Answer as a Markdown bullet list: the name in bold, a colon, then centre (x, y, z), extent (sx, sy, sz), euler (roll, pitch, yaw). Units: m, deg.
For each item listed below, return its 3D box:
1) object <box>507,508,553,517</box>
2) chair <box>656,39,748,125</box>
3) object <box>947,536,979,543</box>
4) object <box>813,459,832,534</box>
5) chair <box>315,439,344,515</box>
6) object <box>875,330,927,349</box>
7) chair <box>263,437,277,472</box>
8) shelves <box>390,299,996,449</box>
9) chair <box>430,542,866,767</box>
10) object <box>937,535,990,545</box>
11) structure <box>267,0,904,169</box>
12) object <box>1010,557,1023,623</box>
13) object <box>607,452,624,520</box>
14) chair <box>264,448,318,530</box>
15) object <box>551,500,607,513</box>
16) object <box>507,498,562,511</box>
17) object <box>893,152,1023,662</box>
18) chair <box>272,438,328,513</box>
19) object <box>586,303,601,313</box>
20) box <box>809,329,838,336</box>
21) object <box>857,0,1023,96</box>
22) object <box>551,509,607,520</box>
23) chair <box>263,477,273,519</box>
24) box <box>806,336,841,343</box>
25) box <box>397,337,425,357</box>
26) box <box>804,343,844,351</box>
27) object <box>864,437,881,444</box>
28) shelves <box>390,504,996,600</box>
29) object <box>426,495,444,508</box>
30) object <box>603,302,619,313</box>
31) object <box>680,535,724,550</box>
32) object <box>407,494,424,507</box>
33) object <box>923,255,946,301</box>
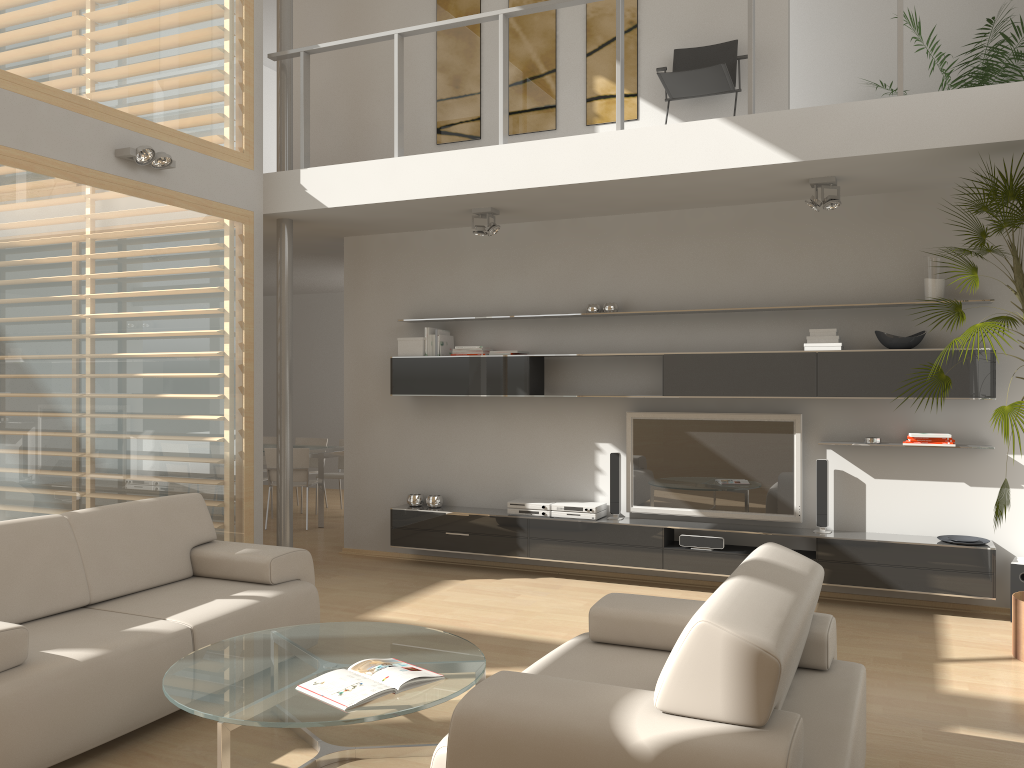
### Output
- **object**: centre (0.169, 0.958, 6.699), extent (0.349, 0.049, 0.262), euler (0, 0, 24)
- **chair**: centre (1.272, -1.968, 6.029), extent (0.628, 0.825, 0.537), euler (0, 0, 24)
- **object**: centre (2.801, 0.970, 5.505), extent (0.178, 0.020, 0.178), euler (0, 0, 7)
- **object**: centre (2.065, 0.741, 5.895), extent (0.111, 0.483, 0.116), euler (0, 0, 31)
- **chair**: centre (-1.866, 1.038, 9.905), extent (0.455, 0.807, 0.501), euler (0, 0, 24)
- **object**: centre (2.482, -0.279, 5.665), extent (0.317, 0.125, 0.223), euler (0, 0, 2)
- **chair**: centre (-3.029, 1.038, 10.452), extent (0.455, 0.807, 0.501), euler (0, 0, 24)
- **shelves**: centre (1.027, -0.060, 6.312), extent (4.236, 0.914, 0.300), euler (0, 0, 24)
- **chair**: centre (0.521, 1.019, 2.943), extent (1.165, 0.846, 1.562), euler (0, 0, 24)
- **object**: centre (2.801, 0.973, 5.505), extent (0.294, 0.020, 0.294), euler (0, 0, -27)
- **structure**: centre (0.660, -2.006, 5.531), extent (5.400, 0.900, 0.080), euler (0, 0, 24)
- **object**: centre (3.103, 1.258, 5.344), extent (0.150, 0.374, 0.275), euler (0, 0, 35)
- **object**: centre (0.757, 0.741, 6.473), extent (0.111, 0.483, 0.116), euler (0, 0, 21)
- **chair**: centre (-2.214, 1.038, 9.002), extent (0.455, 0.807, 0.501), euler (0, 0, 4)
- **object**: centre (0.493, 0.910, 6.554), extent (0.349, 0.049, 0.262), euler (0, 0, 24)
- **object**: centre (0.169, 0.910, 6.699), extent (0.349, 0.049, 0.262), euler (0, 0, 24)
- **object**: centre (2.523, 0.110, 3.983), extent (0.983, 2.668, 2.706), euler (0, 0, 4)
- **chair**: centre (-2.439, 1.038, 10.198), extent (0.455, 0.807, 0.501), euler (0, 0, 24)
- **object**: centre (0.606, -0.557, 6.588), extent (0.115, 0.081, 0.115), euler (0, 0, 5)
- **box**: centre (2.061, -0.336, 5.860), extent (0.168, 0.047, 0.168), euler (0, 0, 24)
- **object**: centre (3.001, -2.088, 5.961), extent (1.331, 1.069, 1.491), euler (0, 0, 22)
- **object**: centre (0.495, 0.958, 6.559), extent (0.349, 0.049, 0.250), euler (0, 0, 24)
- **chair**: centre (-2.841, 1.038, 9.328), extent (0.455, 0.807, 0.501), euler (0, 0, 19)
- **box**: centre (2.061, -0.288, 5.861), extent (0.200, 0.047, 0.200), euler (0, 0, 24)
- **box**: centre (-0.756, -0.291, 7.091), extent (0.232, 0.149, 0.232), euler (0, 0, 24)
- **box**: centre (2.063, -0.241, 5.859), extent (0.232, 0.047, 0.232), euler (0, 0, 24)
- **object**: centre (2.349, 0.368, 5.778), extent (0.105, 0.035, 0.106), euler (0, 0, -30)
- **shelves**: centre (1.027, 1.139, 6.312), extent (4.236, 0.312, 0.300), euler (0, 0, 24)
- **object**: centre (-0.617, 0.937, 7.083), extent (0.143, 0.091, 0.143), euler (0, 0, -34)
- **object**: centre (0.722, -0.557, 6.490), extent (0.115, 0.081, 0.115), euler (0, 0, 5)
- **object**: centre (1.309, 1.087, 6.088), extent (0.300, 0.092, 0.085), euler (0, 0, 24)
- **object**: centre (-0.779, 0.937, 7.155), extent (0.143, 0.091, 0.143), euler (0, 0, -34)
- **object**: centre (2.679, -0.663, 5.624), extent (0.129, 0.291, 0.129), euler (0, 0, -4)
